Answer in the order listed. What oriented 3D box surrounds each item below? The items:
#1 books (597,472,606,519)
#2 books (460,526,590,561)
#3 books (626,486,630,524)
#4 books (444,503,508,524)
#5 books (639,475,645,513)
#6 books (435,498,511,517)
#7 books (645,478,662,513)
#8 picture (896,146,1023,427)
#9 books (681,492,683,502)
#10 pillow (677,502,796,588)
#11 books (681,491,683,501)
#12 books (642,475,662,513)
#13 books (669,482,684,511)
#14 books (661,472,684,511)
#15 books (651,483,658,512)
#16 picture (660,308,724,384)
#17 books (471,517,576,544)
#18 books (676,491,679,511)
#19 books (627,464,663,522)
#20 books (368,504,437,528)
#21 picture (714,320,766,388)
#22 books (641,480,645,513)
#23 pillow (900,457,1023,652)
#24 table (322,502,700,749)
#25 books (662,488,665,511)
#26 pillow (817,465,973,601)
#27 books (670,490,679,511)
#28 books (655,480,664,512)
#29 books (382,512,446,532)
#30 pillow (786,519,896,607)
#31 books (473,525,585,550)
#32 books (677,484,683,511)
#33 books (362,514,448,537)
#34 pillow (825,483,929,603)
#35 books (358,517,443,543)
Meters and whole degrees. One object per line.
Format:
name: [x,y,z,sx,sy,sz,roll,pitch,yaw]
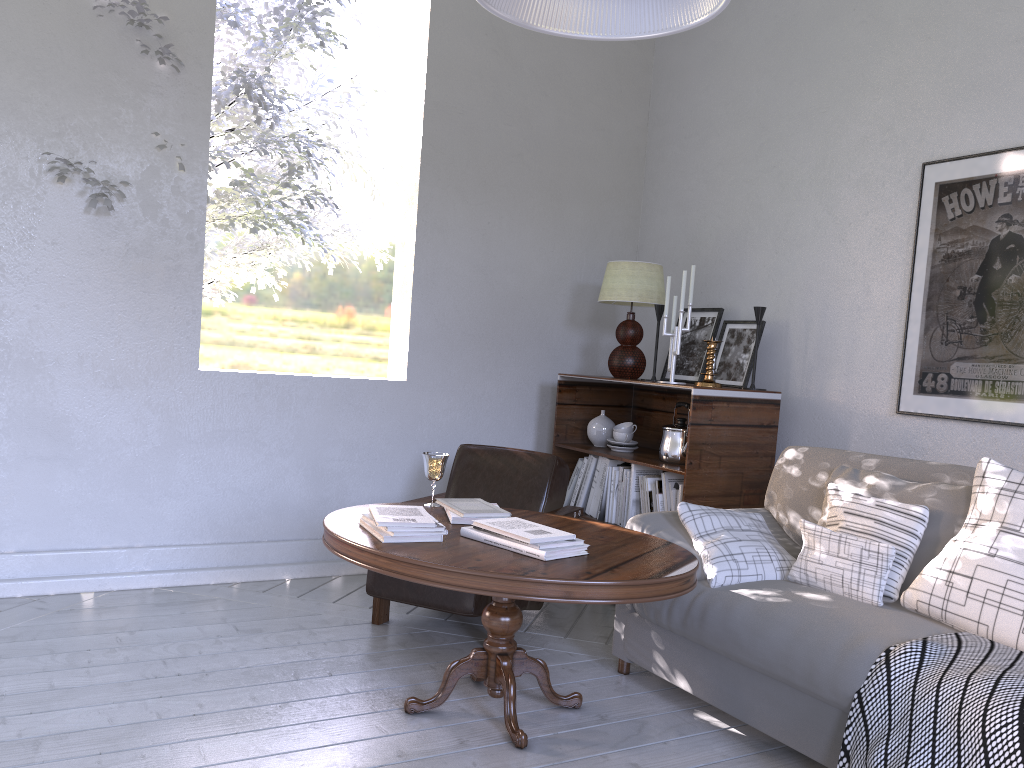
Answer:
books: [0.379,0.418,3.323,0.121,0.186,0.025,2,5,-35]
books: [0.027,0.362,2.051,0.149,0.021,0.278,2,3,-44]
books: [0.468,0.430,3.194,0.115,0.182,0.009,3,5,-26]
books: [-0.099,0.344,2.362,0.147,0.018,0.230,4,2,-9]
books: [0.513,0.427,3.144,0.131,0.203,0.064,2,4,-31]
books: [-0.107,0.329,2.359,0.136,0.011,0.213,3,2,-24]
books: [0.530,0.431,3.099,0.131,0.203,0.064,2,4,-31]
picture: [1.384,-0.274,2.496,0.019,0.775,0.586,2,4,-31]
books: [0.607,0.450,2.955,0.115,0.182,0.009,2,5,-31]
pillow: [0.604,0.433,2.358,0.311,0.206,0.214,3,3,-24]
books: [0.608,0.449,2.966,0.115,0.184,0.009,2,5,-31]
books: [0.522,0.426,3.114,0.129,0.210,0.073,2,4,-31]
books: [0.591,0.438,3.031,0.114,0.200,0.061,2,5,-31]
books: [0.577,0.421,3.042,0.126,0.234,0.077,2,5,-31]
books: [0.545,0.441,3.093,0.120,0.185,0.060,2,4,-31]
picture: [0.702,-0.150,3.471,0.095,0.301,0.230,2,4,-31]
books: [0.024,0.335,2.039,0.136,0.010,0.213,3,2,-39]
books: [0.597,0.448,2.980,0.115,0.182,0.009,2,5,-31]
books: [0.475,0.403,3.180,0.126,0.237,0.017,2,5,-26]
books: [-0.262,0.310,2.086,0.136,0.011,0.215,4,2,-14]
picture: [0.819,-0.110,3.260,0.080,0.253,0.201,2,4,-31]
books: [0.517,0.434,3.129,0.125,0.193,0.064,2,4,-31]
pillow: [1.084,0.366,1.857,0.220,0.387,0.452,2,3,-29]
table: [-0.035,0.582,2.170,0.948,0.433,0.738,5,3,29]
books: [0.572,0.447,3.050,0.115,0.178,0.055,2,4,-31]
pillow: [0.953,0.383,2.215,0.151,0.314,0.487,2,3,-30]
books: [0.595,0.451,3.019,0.115,0.178,0.055,2,4,-31]
books: [0.557,0.434,3.054,0.131,0.203,0.064,2,4,-31]
books: [-0.253,0.320,2.104,0.135,0.010,0.239,4,2,-19]
pillow: [0.799,0.435,2.154,0.071,0.167,0.282,2,3,-33]
books: [0.036,0.346,2.045,0.135,0.010,0.239,3,2,-39]
books: [0.599,0.438,2.970,0.114,0.205,0.009,2,5,-31]
books: [-0.258,0.330,2.094,0.136,0.010,0.213,3,2,-29]
pillow: [0.868,0.400,2.191,0.130,0.270,0.309,2,3,-27]
books: [-0.268,0.342,2.097,0.142,0.015,0.221,3,2,-24]
